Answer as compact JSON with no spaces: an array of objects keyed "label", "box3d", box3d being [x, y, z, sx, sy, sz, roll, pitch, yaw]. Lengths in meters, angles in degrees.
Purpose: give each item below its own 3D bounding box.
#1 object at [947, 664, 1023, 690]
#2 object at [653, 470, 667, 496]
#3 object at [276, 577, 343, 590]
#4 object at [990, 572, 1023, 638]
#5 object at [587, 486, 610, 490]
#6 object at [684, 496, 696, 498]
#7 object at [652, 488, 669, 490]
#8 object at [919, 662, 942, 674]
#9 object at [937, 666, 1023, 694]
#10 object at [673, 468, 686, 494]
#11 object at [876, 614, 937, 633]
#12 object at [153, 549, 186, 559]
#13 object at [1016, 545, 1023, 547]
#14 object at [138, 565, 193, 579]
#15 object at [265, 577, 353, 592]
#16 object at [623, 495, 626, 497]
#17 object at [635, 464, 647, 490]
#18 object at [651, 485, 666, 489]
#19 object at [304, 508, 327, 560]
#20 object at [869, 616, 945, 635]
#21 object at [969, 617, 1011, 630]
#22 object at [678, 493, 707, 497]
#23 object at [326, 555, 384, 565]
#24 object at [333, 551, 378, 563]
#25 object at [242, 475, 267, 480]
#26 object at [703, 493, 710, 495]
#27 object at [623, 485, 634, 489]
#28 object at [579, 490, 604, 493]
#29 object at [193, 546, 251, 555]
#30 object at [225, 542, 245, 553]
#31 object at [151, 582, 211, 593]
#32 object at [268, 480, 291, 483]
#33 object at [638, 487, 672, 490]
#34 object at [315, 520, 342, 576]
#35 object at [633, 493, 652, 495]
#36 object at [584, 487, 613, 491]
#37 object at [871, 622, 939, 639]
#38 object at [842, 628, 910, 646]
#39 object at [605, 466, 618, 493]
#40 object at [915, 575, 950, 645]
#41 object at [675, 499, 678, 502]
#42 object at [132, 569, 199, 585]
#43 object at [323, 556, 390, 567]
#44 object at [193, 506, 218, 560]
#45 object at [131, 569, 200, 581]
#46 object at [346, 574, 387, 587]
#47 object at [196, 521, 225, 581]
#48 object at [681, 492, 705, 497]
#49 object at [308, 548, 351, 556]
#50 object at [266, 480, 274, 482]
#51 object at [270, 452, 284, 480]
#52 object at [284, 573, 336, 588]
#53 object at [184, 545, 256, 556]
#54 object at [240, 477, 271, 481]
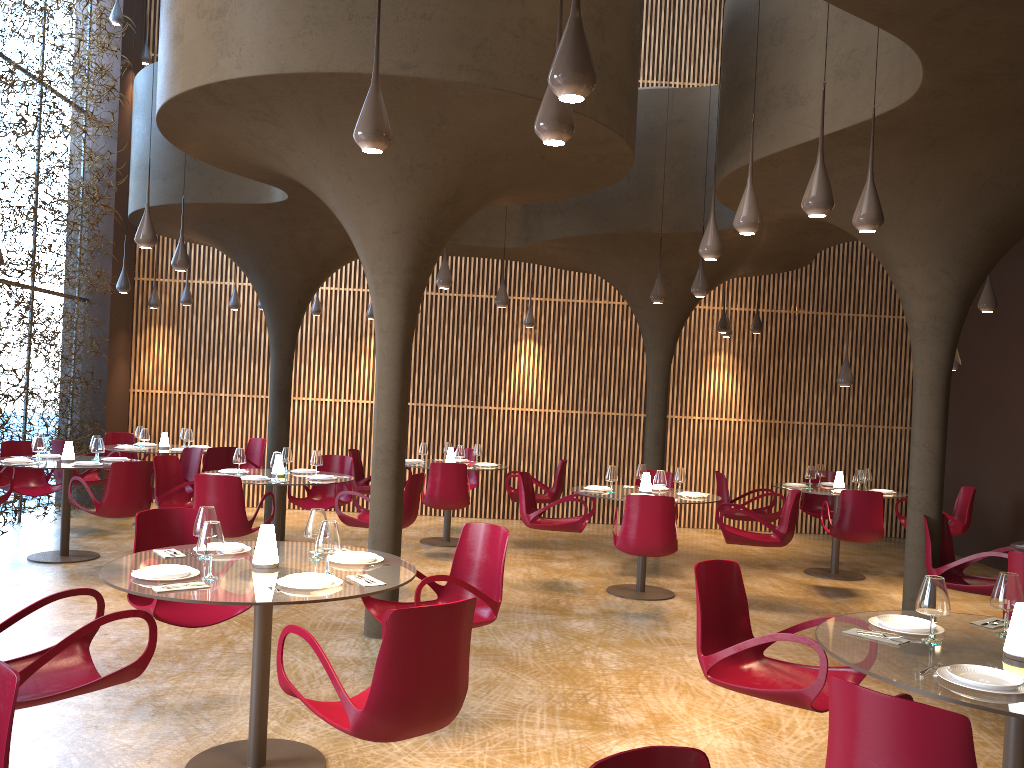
[{"label":"object","box3d":[1.816,1.131,3.407,0.263,0.029,0.263,2,-1,35]},{"label":"object","box3d":[1.594,1.077,9.550,0.142,0.295,0.142,3,0,-9]},{"label":"object","box3d":[-1.035,1.017,4.537,0.331,0.014,0.332,3,-1,19]},{"label":"object","box3d":[2.331,1.039,4.174,0.142,0.295,0.142,3,1,31]},{"label":"object","box3d":[0.977,1.181,10.041,0.263,0.029,0.263,3,-1,6]},{"label":"object","box3d":[2.005,1.239,9.854,0.204,0.012,0.411,3,-1,16]},{"label":"object","box3d":[1.682,1.231,10.459,0.332,0.014,0.331,3,-1,-19]},{"label":"object","box3d":[1.812,1.142,3.410,0.204,0.012,0.410,4,-1,-43]},{"label":"object","box3d":[1.815,1.140,3.407,0.332,0.014,0.332,3,-1,-4]},{"label":"object","box3d":[1.904,1.099,10.062,0.142,0.295,0.142,3,1,-26]},{"label":"object","box3d":[1.878,1.145,4.225,0.263,0.029,0.263,2,-1,36]},{"label":"object","box3d":[-1.990,0.985,5.150,0.126,0.017,0.262,3,-1,-36]},{"label":"object","box3d":[4.196,1.315,7.096,0.126,0.017,0.262,3,-1,-33]},{"label":"object","box3d":[-1.784,0.971,4.571,0.263,0.029,0.263,3,-1,-28]},{"label":"object","box3d":[-1.038,1.018,4.534,0.411,0.012,0.204,3,-1,-37]},{"label":"object","box3d":[1.388,1.203,9.425,0.410,0.012,0.204,3,-1,10]},{"label":"object","box3d":[1.504,1.083,10.316,0.142,0.295,0.142,3,1,32]},{"label":"object","box3d":[1.683,1.221,10.459,0.263,0.029,0.263,3,-1,1]},{"label":"object","box3d":[-1.148,0.883,5.211,0.142,0.295,0.142,3,0,13]},{"label":"object","box3d":[1.878,1.155,4.225,0.332,0.014,0.332,3,-1,7]},{"label":"object","box3d":[2.396,1.190,4.403,0.262,0.017,0.126,3,-1,-35]},{"label":"object","box3d":[2.006,1.238,9.858,0.331,0.014,0.332,2,-1,33]},{"label":"object","box3d":[-0.922,1.031,5.211,0.331,0.014,0.332,2,-1,22]},{"label":"object","box3d":[-0.922,1.022,5.211,0.263,0.029,0.263,2,-1,45]},{"label":"object","box3d":[-2.711,0.991,9.336,0.263,0.029,0.263,3,-1,8]},{"label":"object","box3d":[2.125,1.255,10.136,0.262,0.017,0.126,3,-1,20]},{"label":"object","box3d":[1.388,1.225,10.530,0.126,0.017,0.262,3,-1,10]},{"label":"object","box3d":[0.876,1.189,9.756,0.262,0.017,0.126,3,-1,16]},{"label":"object","box3d":[-1.735,0.993,5.314,0.331,0.014,0.332,3,-1,15]},{"label":"object","box3d":[-1.735,0.983,5.314,0.263,0.029,0.263,3,-1,-30]},{"label":"object","box3d":[-1.615,0.992,4.322,0.262,0.017,0.126,3,-1,-38]},{"label":"object","box3d":[-2.424,1.020,9.244,0.126,0.017,0.262,3,-1,14]},{"label":"object","box3d":[1.687,1.232,10.459,0.410,0.012,0.204,3,-1,6]},{"label":"object","box3d":[-0.988,0.885,4.765,0.142,0.295,0.142,2,1,-45]},{"label":"object","box3d":[1.393,1.193,9.424,0.263,0.029,0.263,3,-1,18]},{"label":"object","box3d":[0.977,1.190,10.041,0.331,0.014,0.332,2,-1,26]},{"label":"object","box3d":[1.880,1.156,4.229,0.204,0.012,0.411,2,-1,41]},{"label":"object","box3d":[1.651,1.148,4.025,0.126,0.017,0.261,4,-1,-45]},{"label":"object","box3d":[1.106,1.057,9.841,0.142,0.295,0.142,3,1,37]},{"label":"object","box3d":[1.894,1.015,3.991,0.142,0.295,0.142,2,1,-35]},{"label":"object","box3d":[1.680,1.222,9.332,0.126,0.017,0.262,3,-1,14]},{"label":"object","box3d":[-1.788,0.981,4.574,0.204,0.012,0.410,4,-1,-42]},{"label":"object","box3d":[-0.918,1.033,5.208,0.410,0.012,0.204,2,-1,44]},{"label":"object","box3d":[-1.754,0.852,5.080,0.142,0.295,0.142,3,1,41]},{"label":"object","box3d":[-1.785,0.980,4.571,0.332,0.014,0.331,3,-1,-38]},{"label":"object","box3d":[-0.771,1.039,4.684,0.126,0.017,0.262,3,-1,-32]},{"label":"object","box3d":[-1.546,0.855,4.551,0.142,0.295,0.142,3,0,-5]},{"label":"object","box3d":[2.007,1.229,9.858,0.263,0.029,0.263,3,-1,7]},{"label":"object","box3d":[-1.111,1.033,5.448,0.262,0.017,0.126,4,-1,-42]},{"label":"object","box3d":[-2.716,1.001,9.337,0.410,0.012,0.204,3,-1,10]},{"label":"object","box3d":[-2.510,0.875,9.462,0.142,0.295,0.142,3,0,-9]},{"label":"object","box3d":[-1.034,1.007,4.537,0.263,0.029,0.263,3,-1,-35]},{"label":"object","box3d":[-1.732,0.994,5.317,0.411,0.012,0.204,3,-1,-40]},{"label":"object","box3d":[-2.712,1.000,9.336,0.332,0.014,0.332,3,-1,-8]}]
